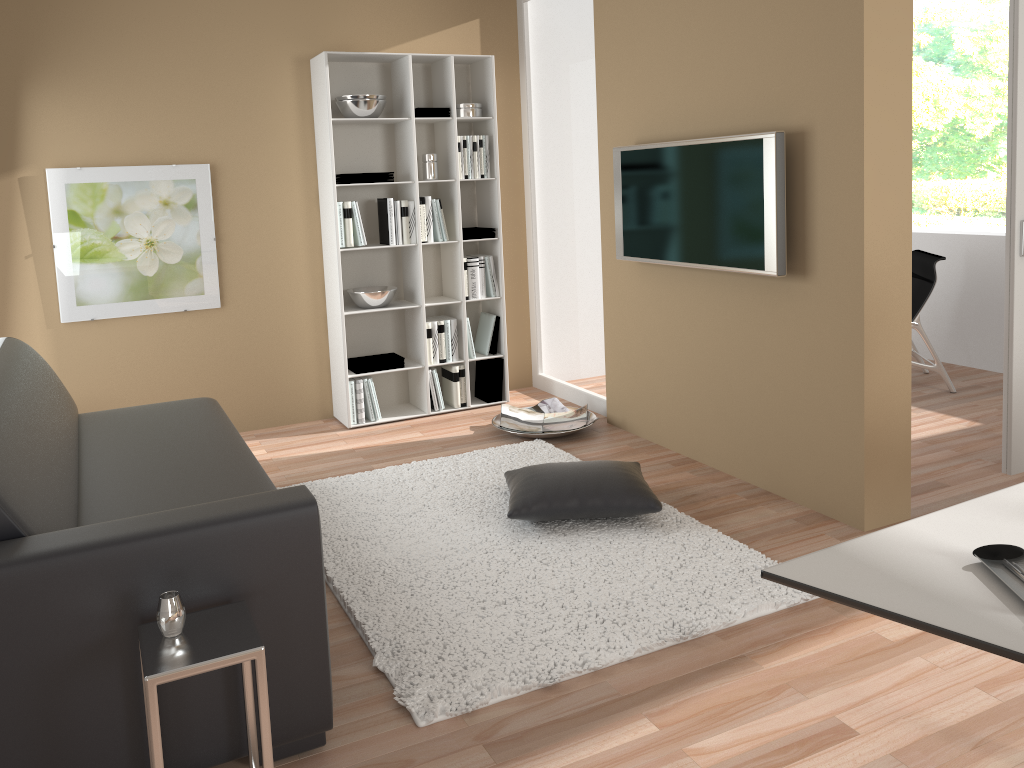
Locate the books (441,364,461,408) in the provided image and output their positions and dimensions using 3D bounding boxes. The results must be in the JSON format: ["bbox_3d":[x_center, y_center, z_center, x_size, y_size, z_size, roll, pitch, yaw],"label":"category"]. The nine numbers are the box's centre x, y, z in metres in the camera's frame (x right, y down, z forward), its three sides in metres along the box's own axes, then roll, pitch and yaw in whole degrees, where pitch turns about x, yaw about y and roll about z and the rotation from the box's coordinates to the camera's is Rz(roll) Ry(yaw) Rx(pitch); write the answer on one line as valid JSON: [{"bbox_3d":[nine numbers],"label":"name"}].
[{"bbox_3d":[-0.379,0.000,5.473,0.040,0.255,0.210,-5,9,-25],"label":"books"}]

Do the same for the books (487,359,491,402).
[{"bbox_3d":[-0.184,-0.031,5.574,0.032,0.265,0.214,-5,9,-25],"label":"books"}]

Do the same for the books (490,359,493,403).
[{"bbox_3d":[-0.169,-0.035,5.581,0.032,0.268,0.219,-5,9,-25],"label":"books"}]

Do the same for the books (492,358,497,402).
[{"bbox_3d":[-0.149,-0.037,5.592,0.032,0.265,0.213,-5,9,-25],"label":"books"}]

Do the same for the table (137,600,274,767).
[{"bbox_3d":[-0.649,0.760,1.877,0.228,0.463,0.241,-6,8,-25],"label":"table"}]

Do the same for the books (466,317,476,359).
[{"bbox_3d":[-0.296,-0.299,5.497,0.060,0.256,0.210,-6,9,-25],"label":"books"}]

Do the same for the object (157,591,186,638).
[{"bbox_3d":[-0.721,0.487,1.860,0.057,0.085,0.058,3,10,34],"label":"object"}]

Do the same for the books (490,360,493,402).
[{"bbox_3d":[-0.176,-0.035,5.583,0.032,0.267,0.216,-5,9,-25],"label":"books"}]

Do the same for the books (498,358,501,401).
[{"bbox_3d":[-0.124,-0.042,5.603,0.032,0.268,0.219,-5,9,-25],"label":"books"}]

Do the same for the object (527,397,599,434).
[{"bbox_3d":[0.216,0.196,4.960,0.345,0.095,0.506,-8,14,-25],"label":"object"}]

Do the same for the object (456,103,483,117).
[{"bbox_3d":[-0.276,-1.676,5.417,0.191,0.088,0.196,1,12,16],"label":"object"}]

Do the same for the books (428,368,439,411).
[{"bbox_3d":[-0.518,0.019,5.413,0.060,0.256,0.210,-6,9,-25],"label":"books"}]

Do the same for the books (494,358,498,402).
[{"bbox_3d":[-0.139,-0.038,5.596,0.032,0.265,0.214,-5,9,-25],"label":"books"}]

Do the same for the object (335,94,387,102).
[{"bbox_3d":[-0.881,-1.622,5.142,0.299,0.105,0.304,4,14,29],"label":"object"}]

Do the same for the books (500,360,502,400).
[{"bbox_3d":[-0.115,-0.042,5.609,0.032,0.265,0.213,-5,9,-25],"label":"books"}]

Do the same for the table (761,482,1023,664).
[{"bbox_3d":[1.029,0.687,1.369,0.815,0.677,0.937,-8,12,-28],"label":"table"}]

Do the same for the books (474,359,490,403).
[{"bbox_3d":[-0.189,-0.030,5.573,0.032,0.265,0.213,-5,9,-25],"label":"books"}]

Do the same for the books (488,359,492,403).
[{"bbox_3d":[-0.181,-0.035,5.581,0.032,0.267,0.216,-5,9,-25],"label":"books"}]

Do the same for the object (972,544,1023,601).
[{"bbox_3d":[0.843,0.318,1.436,0.089,0.030,0.220,-2,13,4],"label":"object"}]

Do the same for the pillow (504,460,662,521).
[{"bbox_3d":[0.271,0.435,3.632,0.609,0.206,0.593,-3,12,0],"label":"pillow"}]

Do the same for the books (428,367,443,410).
[{"bbox_3d":[-0.493,0.018,5.420,0.058,0.254,0.210,-6,9,-25],"label":"books"}]

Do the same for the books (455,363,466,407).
[{"bbox_3d":[-0.345,-0.006,5.494,0.040,0.255,0.210,-5,9,-25],"label":"books"}]

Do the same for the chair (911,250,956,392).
[{"bbox_3d":[2.013,-0.414,5.674,1.432,0.813,0.705,-1,9,9],"label":"chair"}]

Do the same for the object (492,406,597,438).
[{"bbox_3d":[0.180,0.226,4.913,0.588,0.062,0.593,8,16,38],"label":"object"}]

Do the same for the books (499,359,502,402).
[{"bbox_3d":[-0.120,-0.041,5.607,0.032,0.265,0.213,-5,9,-25],"label":"books"}]

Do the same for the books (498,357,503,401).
[{"bbox_3d":[-0.110,-0.045,5.611,0.032,0.270,0.222,-5,9,-25],"label":"books"}]

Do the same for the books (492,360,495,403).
[{"bbox_3d":[-0.159,-0.035,5.587,0.032,0.265,0.213,-5,9,-25],"label":"books"}]

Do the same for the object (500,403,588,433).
[{"bbox_3d":[0.177,0.194,4.925,0.498,0.095,0.350,-2,13,4],"label":"object"}]

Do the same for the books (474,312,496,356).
[{"bbox_3d":[-0.173,-0.322,5.593,0.085,0.242,0.210,-6,10,-25],"label":"books"}]

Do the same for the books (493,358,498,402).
[{"bbox_3d":[-0.144,-0.037,5.595,0.032,0.265,0.213,-5,9,-25],"label":"books"}]

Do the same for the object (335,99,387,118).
[{"bbox_3d":[-0.880,-1.595,5.145,0.299,0.105,0.304,4,14,29],"label":"object"}]

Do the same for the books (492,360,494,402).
[{"bbox_3d":[-0.164,-0.034,5.585,0.032,0.265,0.213,-5,9,-25],"label":"books"}]

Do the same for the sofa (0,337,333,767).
[{"bbox_3d":[-1.341,0.350,2.952,0.956,0.821,2.290,-7,13,-25],"label":"sofa"}]

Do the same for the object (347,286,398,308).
[{"bbox_3d":[-0.832,-0.515,5.262,0.299,0.105,0.304,4,14,29],"label":"object"}]

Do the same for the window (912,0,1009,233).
[{"bbox_3d":[7.496,-3.584,9.246,2.097,5.863,12.164,-9,13,-42],"label":"window"}]

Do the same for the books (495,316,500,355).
[{"bbox_3d":[-0.133,-0.323,5.610,0.043,0.234,0.213,-5,10,-25],"label":"books"}]

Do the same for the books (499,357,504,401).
[{"bbox_3d":[-0.105,-0.044,5.614,0.032,0.265,0.213,-5,9,-25],"label":"books"}]

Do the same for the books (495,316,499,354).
[{"bbox_3d":[-0.140,-0.324,5.606,0.043,0.239,0.222,-5,10,-25],"label":"books"}]

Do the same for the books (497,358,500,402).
[{"bbox_3d":[-0.132,-0.042,5.604,0.032,0.267,0.216,-5,9,-25],"label":"books"}]

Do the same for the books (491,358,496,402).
[{"bbox_3d":[-0.155,-0.038,5.590,0.032,0.270,0.222,-5,9,-25],"label":"books"}]

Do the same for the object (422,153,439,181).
[{"bbox_3d":[-0.492,-1.306,5.301,0.093,0.159,0.095,-4,8,-11],"label":"object"}]

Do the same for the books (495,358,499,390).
[{"bbox_3d":[-0.136,-0.042,5.602,0.032,0.267,0.216,-5,9,-25],"label":"books"}]

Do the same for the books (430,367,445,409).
[{"bbox_3d":[-0.484,0.011,5.442,0.058,0.254,0.210,-6,9,-25],"label":"books"}]
